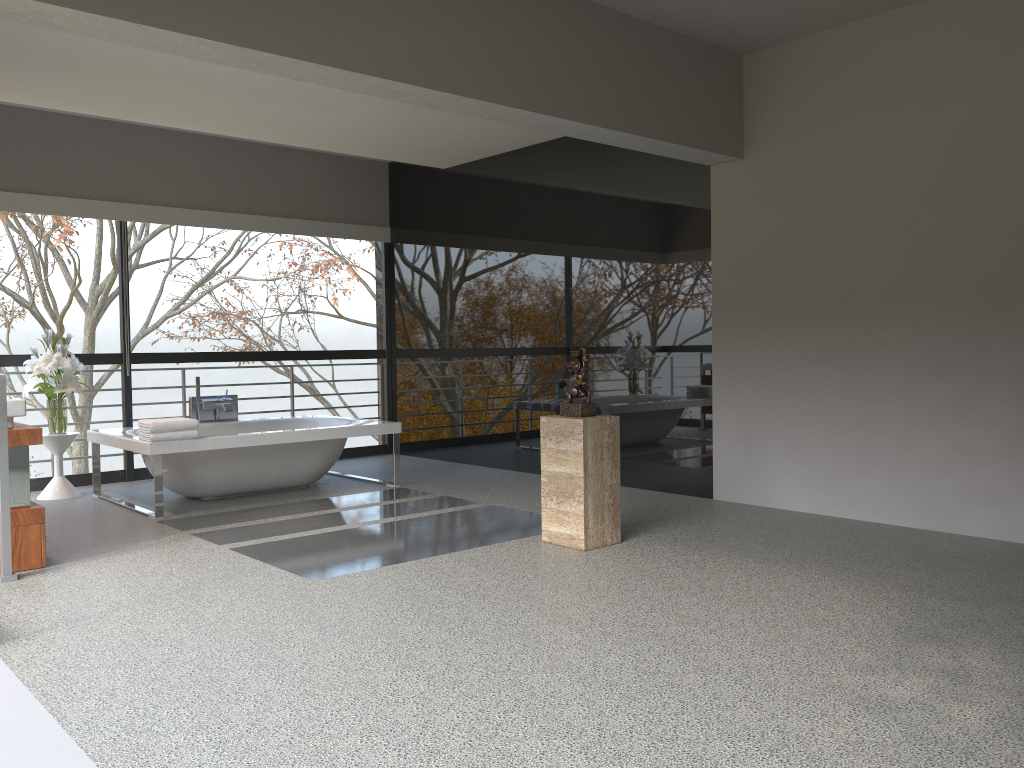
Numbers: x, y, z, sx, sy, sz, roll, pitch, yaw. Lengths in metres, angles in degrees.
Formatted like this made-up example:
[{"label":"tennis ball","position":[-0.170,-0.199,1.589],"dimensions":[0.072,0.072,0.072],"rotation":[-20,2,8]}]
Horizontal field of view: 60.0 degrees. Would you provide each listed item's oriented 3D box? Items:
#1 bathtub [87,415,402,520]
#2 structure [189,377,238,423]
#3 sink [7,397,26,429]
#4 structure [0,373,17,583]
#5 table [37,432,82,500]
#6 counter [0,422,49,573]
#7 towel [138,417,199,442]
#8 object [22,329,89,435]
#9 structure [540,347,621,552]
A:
[{"label":"bathtub","position":[-2.037,0.577,6.851],"dimensions":[1.958,0.504,1.327],"rotation":[-3,3,-41]},{"label":"structure","position":[-2.405,0.378,7.329],"dimensions":[0.402,0.884,0.330],"rotation":[-2,2,-41]},{"label":"sink","position":[-2.813,0.089,4.610],"dimensions":[0.352,0.266,0.750],"rotation":[-3,3,-41]},{"label":"structure","position":[-2.497,0.443,4.314],"dimensions":[0.069,0.988,0.303],"rotation":[-2,2,-41]},{"label":"table","position":[-3.428,0.616,6.706],"dimensions":[0.307,0.478,0.308],"rotation":[0,2,33]},{"label":"counter","position":[-3.107,0.562,5.045],"dimensions":[0.525,0.704,1.848],"rotation":[-3,3,-41]},{"label":"towel","position":[-2.288,0.307,5.915],"dimensions":[0.322,0.145,0.305],"rotation":[-3,3,-38]},{"label":"object","position":[-3.443,-0.020,6.673],"dimensions":[0.450,0.795,0.460],"rotation":[-1,2,-14]},{"label":"structure","position":[0.373,0.336,4.865],"dimensions":[0.292,1.074,0.328],"rotation":[-2,2,-41]}]
